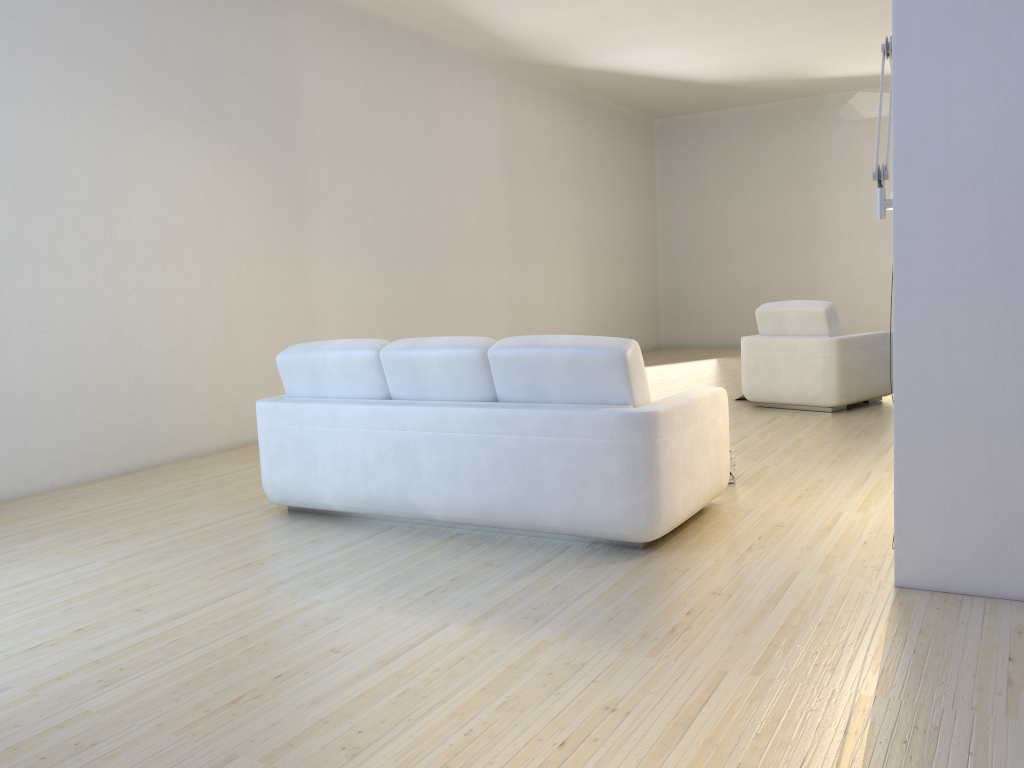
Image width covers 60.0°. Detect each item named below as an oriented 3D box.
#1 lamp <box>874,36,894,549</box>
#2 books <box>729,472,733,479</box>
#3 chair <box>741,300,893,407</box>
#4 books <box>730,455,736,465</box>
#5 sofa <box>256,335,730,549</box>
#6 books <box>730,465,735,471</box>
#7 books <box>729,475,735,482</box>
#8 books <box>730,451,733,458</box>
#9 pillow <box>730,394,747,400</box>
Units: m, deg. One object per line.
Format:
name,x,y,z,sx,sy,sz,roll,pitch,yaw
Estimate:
lamp,1.520,-0.344,3.383,0.204,1.841,0.891,0,7,26
books,1.009,0.474,4.720,0.287,0.018,0.247,-2,6,3
chair,2.474,-0.279,7.205,0.941,0.828,0.919,-8,8,-40
books,0.999,0.393,4.712,0.319,0.038,0.247,-3,6,1
sofa,-0.151,0.182,4.273,2.166,0.862,0.941,1,7,30
books,1.001,0.426,4.715,0.328,0.027,0.247,-2,6,5
books,1.004,0.492,4.722,0.328,0.018,0.247,-2,6,5
books,1.004,0.362,4.708,0.287,0.025,0.247,-2,6,3
pillow,2.243,-0.028,7.790,0.615,0.315,0.312,-7,7,-33
